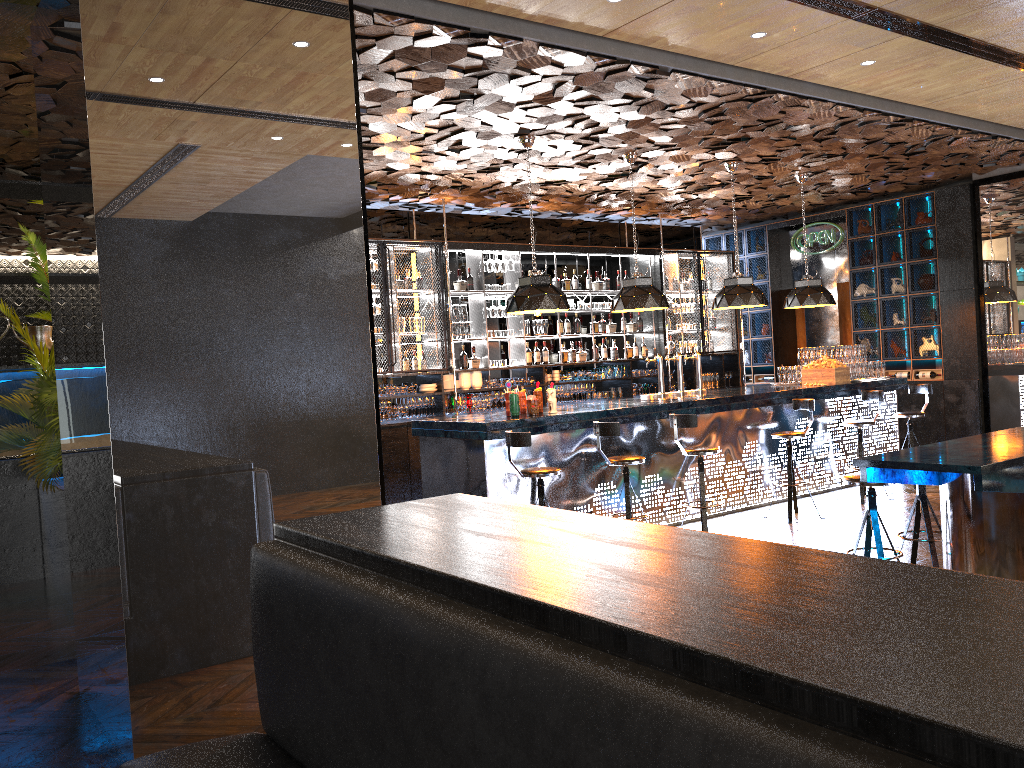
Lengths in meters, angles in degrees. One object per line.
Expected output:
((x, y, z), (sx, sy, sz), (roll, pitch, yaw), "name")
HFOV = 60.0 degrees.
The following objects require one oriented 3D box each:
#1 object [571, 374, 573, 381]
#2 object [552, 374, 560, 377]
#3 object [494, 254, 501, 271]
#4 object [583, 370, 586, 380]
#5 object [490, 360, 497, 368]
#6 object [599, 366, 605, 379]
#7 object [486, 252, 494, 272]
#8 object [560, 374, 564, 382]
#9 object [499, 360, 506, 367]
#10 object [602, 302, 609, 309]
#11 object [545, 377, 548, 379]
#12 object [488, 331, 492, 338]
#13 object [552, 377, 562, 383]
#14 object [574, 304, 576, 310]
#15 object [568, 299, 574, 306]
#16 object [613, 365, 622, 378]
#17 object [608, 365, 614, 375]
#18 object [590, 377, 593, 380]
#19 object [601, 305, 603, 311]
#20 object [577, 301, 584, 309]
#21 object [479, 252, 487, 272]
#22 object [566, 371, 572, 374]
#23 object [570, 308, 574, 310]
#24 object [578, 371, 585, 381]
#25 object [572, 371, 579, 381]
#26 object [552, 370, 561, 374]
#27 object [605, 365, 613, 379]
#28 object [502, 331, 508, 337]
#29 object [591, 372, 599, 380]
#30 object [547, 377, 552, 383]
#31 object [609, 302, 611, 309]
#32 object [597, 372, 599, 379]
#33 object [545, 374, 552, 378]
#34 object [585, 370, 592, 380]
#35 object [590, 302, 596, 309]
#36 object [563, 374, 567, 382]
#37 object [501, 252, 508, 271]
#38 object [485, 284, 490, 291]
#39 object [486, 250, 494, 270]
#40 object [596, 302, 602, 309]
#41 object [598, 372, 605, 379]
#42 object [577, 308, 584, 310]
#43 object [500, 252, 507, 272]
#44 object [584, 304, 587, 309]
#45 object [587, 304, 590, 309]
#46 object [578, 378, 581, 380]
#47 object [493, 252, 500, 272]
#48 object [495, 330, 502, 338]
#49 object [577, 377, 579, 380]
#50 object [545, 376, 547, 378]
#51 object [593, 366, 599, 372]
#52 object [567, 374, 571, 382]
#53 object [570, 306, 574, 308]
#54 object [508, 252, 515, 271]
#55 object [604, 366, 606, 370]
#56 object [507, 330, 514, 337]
((0.758, -0.083, 11.454), (0.067, 0.099, 0.058), (-4, 1, 0), "object")
((0.562, -0.099, 11.366), (0.094, 0.069, 0.106), (-3, 1, 6), "object")
((-0.178, -1.524, 10.922), (0.092, 0.244, 0.092), (-3, 1, 15), "object")
((0.932, -0.113, 11.720), (0.108, 0.126, 0.108), (-5, 2, -41), "object")
((-0.224, -0.244, 10.899), (0.089, 0.092, 0.089), (-3, 1, 26), "object")
((1.207, -0.157, 11.858), (0.115, 0.172, 0.101), (-4, 1, -26), "object")
((-0.275, -1.522, 11.056), (0.092, 0.244, 0.092), (-3, 1, 15), "object")
((0.652, -0.078, 11.532), (0.058, 0.099, 0.067), (-4, 2, -33), "object")
((-0.120, -0.251, 10.957), (0.089, 0.092, 0.089), (-3, 1, 18), "object")
((1.265, -1.053, 11.969), (0.089, 0.092, 0.089), (-3, 1, 18), "object")
((0.383, -0.069, 11.251), (0.149, 0.025, 0.149), (-3, 1, 17), "object")
((-0.287, -0.608, 10.942), (0.089, 0.092, 0.089), (-3, 2, 33), "object")
((0.569, -0.054, 11.366), (0.094, 0.067, 0.106), (-2, 2, 43), "object")
((0.806, -1.021, 11.827), (0.089, 0.092, 0.089), (-2, 2, 44), "object")
((0.770, -1.064, 11.666), (0.089, 0.092, 0.089), (-5, 2, -40), "object")
((1.403, -0.168, 11.839), (0.101, 0.172, 0.115), (-2, 2, 39), "object")
((1.324, -0.166, 11.940), (0.101, 0.172, 0.115), (-4, 1, -6), "object")
((1.035, -0.106, 11.745), (0.098, 0.097, 0.098), (-3, 1, 2), "object")
((1.264, -1.058, 12.182), (0.089, 0.092, 0.089), (-3, 2, 29), "object")
((0.906, -1.046, 11.727), (0.089, 0.092, 0.089), (-2, 2, 45), "object")
((-0.364, -1.515, 10.992), (0.092, 0.244, 0.092), (-3, 1, 15), "object")
((0.767, -0.104, 11.753), (0.100, 0.125, 0.100), (-4, 1, -22), "object")
((0.773, -1.016, 11.667), (0.089, 0.092, 0.089), (-2, 2, 44), "object")
((0.909, -0.108, 11.558), (0.100, 0.125, 0.100), (-3, 1, 3), "object")
((0.838, -0.106, 11.658), (0.100, 0.125, 0.100), (-3, 1, 12), "object")
((0.563, -0.143, 11.354), (0.094, 0.068, 0.106), (-5, 2, -36), "object")
((1.282, -0.159, 11.763), (0.115, 0.172, 0.101), (-4, 1, -6), "object")
((-0.084, -0.626, 11.181), (0.089, 0.092, 0.089), (-2, 2, 39), "object")
((1.092, -0.107, 11.661), (0.098, 0.097, 0.098), (-3, 2, 34), "object")
((0.469, -0.049, 11.408), (0.094, 0.067, 0.106), (-3, 1, 17), "object")
((1.325, -1.059, 12.055), (0.089, 0.092, 0.089), (-3, 1, 9), "object")
((1.114, -0.112, 11.803), (0.098, 0.097, 0.098), (-4, 1, -11), "object")
((0.473, -0.094, 11.409), (0.105, 0.069, 0.094), (-3, 2, 31), "object")
((0.998, -0.115, 11.624), (0.108, 0.126, 0.108), (-4, 1, -1), "object")
((1.084, -1.040, 11.854), (0.089, 0.092, 0.089), (-3, 1, 26), "object")
((0.691, -0.078, 11.441), (0.058, 0.099, 0.067), (-3, 1, 24), "object")
((-0.098, -1.531, 10.980), (0.092, 0.244, 0.092), (-3, 1, 15), "object")
((-0.316, -1.175, 10.928), (0.089, 0.092, 0.089), (-3, 1, 23), "object")
((-0.268, -1.517, 10.858), (0.092, 0.244, 0.092), (-3, 1, 15), "object")
((1.166, -1.046, 11.928), (0.089, 0.092, 0.089), (-3, 1, 18), "object")
((1.179, -0.114, 11.717), (0.098, 0.097, 0.098), (-4, 1, -2), "object")
((0.907, -1.025, 11.728), (0.089, 0.092, 0.089), (-4, 1, -10), "object")
((-0.110, -1.534, 11.174), (0.092, 0.244, 0.092), (-3, 1, 15), "object")
((0.970, -1.035, 11.974), (0.089, 0.092, 0.089), (-3, 1, 6), "object")
((1.048, -1.042, 12.037), (0.089, 0.092, 0.089), (-3, 1, 4), "object")
((0.925, -0.102, 11.889), (0.098, 0.097, 0.098), (-5, 2, -44), "object")
((-0.194, -1.528, 11.114), (0.092, 0.244, 0.092), (-3, 1, 15), "object")
((-0.168, -0.616, 10.974), (0.089, 0.092, 0.089), (-3, 2, 33), "object")
((0.859, -0.111, 11.818), (0.108, 0.126, 0.108), (-3, 1, 26), "object")
((0.381, -0.081, 11.250), (0.149, 0.026, 0.148), (-4, 2, -29), "object")
((1.141, -0.155, 11.961), (0.101, 0.172, 0.115), (-2, 2, 39), "object")
((0.732, -0.079, 11.387), (0.058, 0.099, 0.067), (-3, 1, 10), "object")
((0.771, -1.038, 11.667), (0.089, 0.092, 0.089), (-2, 2, 44), "object")
((-0.014, -1.537, 11.040), (0.092, 0.244, 0.092), (-3, 1, 15), "object")
((1.252, -0.163, 12.036), (0.101, 0.172, 0.115), (-4, 2, -31), "object")
((-0.017, -0.626, 11.007), (0.089, 0.092, 0.089), (-2, 2, 39), "object")
